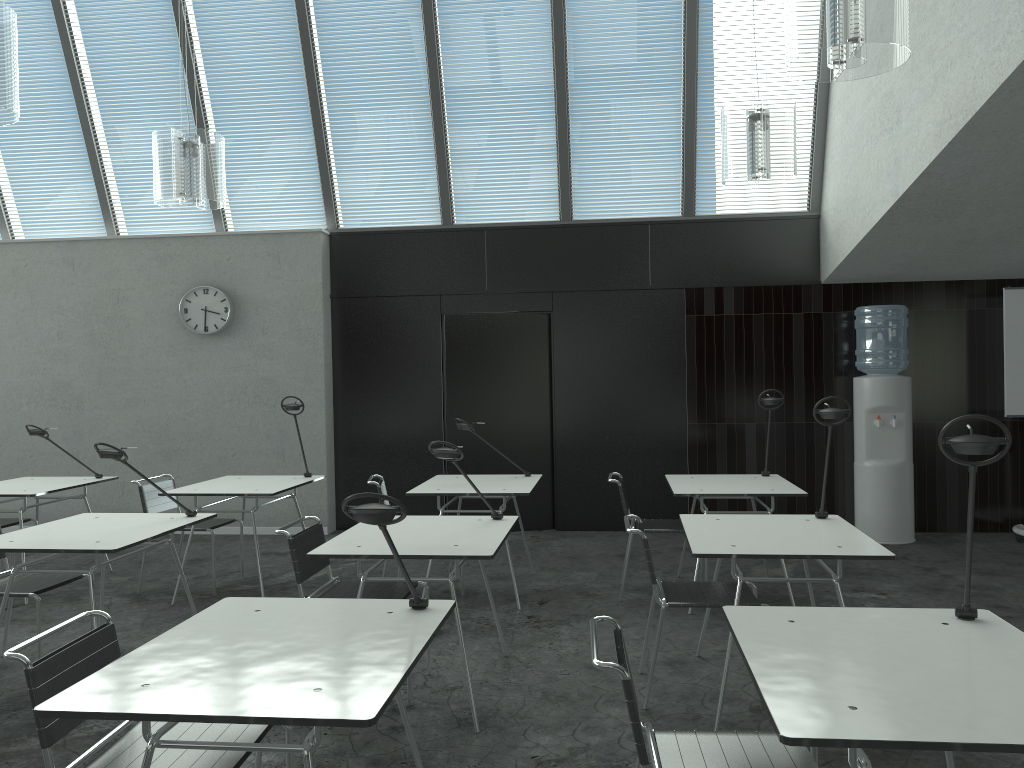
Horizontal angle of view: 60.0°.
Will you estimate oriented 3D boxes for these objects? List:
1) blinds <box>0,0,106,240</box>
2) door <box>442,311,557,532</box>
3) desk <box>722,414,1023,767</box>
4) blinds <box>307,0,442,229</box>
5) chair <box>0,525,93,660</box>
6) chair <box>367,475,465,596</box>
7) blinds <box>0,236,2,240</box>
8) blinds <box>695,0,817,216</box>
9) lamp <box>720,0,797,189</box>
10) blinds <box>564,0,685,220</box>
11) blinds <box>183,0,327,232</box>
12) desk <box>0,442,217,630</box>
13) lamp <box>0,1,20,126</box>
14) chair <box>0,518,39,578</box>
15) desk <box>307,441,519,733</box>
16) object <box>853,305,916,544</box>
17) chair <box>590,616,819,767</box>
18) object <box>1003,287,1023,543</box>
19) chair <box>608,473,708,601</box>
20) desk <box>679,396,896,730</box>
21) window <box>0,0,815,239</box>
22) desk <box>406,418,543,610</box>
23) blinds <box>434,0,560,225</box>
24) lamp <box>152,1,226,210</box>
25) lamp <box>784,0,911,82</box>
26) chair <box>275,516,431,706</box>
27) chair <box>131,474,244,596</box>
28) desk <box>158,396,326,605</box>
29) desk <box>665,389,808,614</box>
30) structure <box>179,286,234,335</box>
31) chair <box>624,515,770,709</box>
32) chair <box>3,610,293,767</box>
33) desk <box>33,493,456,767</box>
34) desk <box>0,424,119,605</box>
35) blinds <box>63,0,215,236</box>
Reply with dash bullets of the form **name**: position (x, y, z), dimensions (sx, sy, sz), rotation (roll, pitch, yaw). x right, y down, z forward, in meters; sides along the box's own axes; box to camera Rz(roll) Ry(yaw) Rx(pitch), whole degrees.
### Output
- **blinds**: position (-4.063, -2.881, 7.250), dimensions (0.889, 2.949, 1.094), rotation (-1, 1, 7)
- **door**: position (-0.118, 0.350, 7.319), dimensions (0.940, 2.020, 0.365), rotation (-1, 1, 7)
- **desk**: position (0.877, 0.742, 1.976), dimensions (0.700, 1.321, 0.900), rotation (-1, 1, 7)
- **blinds**: position (-1.115, -2.931, 6.907), dimensions (0.889, 2.949, 1.094), rotation (-1, 1, 7)
- **chair**: position (-2.241, 1.053, 3.970), dimensions (0.555, 0.765, 0.428), rotation (-1, 1, 9)
- **chair**: position (-0.579, 1.006, 5.368), dimensions (0.555, 0.765, 0.428), rotation (-1, 1, -5)
- **blinds**: position (-5.045, -2.864, 7.364), dimensions (0.889, 2.949, 1.094), rotation (-1, 1, 7)
- **blinds**: position (1.829, -2.997, 6.558), dimensions (0.889, 2.982, 1.106), rotation (-1, 1, 7)
- **lamp**: position (1.194, -2.538, 4.365), dimensions (0.359, 2.848, 0.350), rotation (-1, 1, 7)
- **blinds**: position (0.846, -2.981, 6.673), dimensions (0.889, 2.982, 1.106), rotation (-1, 1, 7)
- **blinds**: position (-2.097, -2.914, 7.021), dimensions (0.889, 2.949, 1.094), rotation (-1, 1, 7)
- **desk**: position (-1.828, 0.854, 3.916), dimensions (0.700, 1.153, 0.900), rotation (-1, 1, 7)
- **lamp**: position (-1.926, -2.195, 3.048), dimensions (0.359, 2.307, 0.350), rotation (-1, 1, 7)
- **chair**: position (-3.415, 1.055, 5.688), dimensions (0.555, 0.765, 0.428), rotation (-1, 1, 6)
- **desk**: position (-0.362, 0.830, 3.681), dimensions (0.700, 1.153, 0.900), rotation (-1, 1, 7)
- **object**: position (2.819, 0.330, 6.744), dimensions (0.436, 1.967, 0.436), rotation (-1, 1, -4)
- **chair**: position (0.464, 1.025, 2.027), dimensions (0.555, 0.765, 0.428), rotation (-1, 1, 4)
- **object**: position (3.979, 0.249, 6.509), dimensions (0.553, 2.091, 0.560), rotation (-1, 1, -30)
- **chair**: position (0.853, 0.982, 5.212), dimensions (0.555, 0.765, 0.428), rotation (-1, 1, 8)
- **desk**: position (1.052, 0.721, 3.569), dimensions (0.700, 1.321, 0.900), rotation (-1, 1, 8)
- **window**: position (-4.060, -2.913, 7.277), dimensions (12.775, 3.101, 1.144), rotation (-1, 1, 7)
- **desk**: position (-0.195, 0.808, 5.352), dimensions (0.700, 1.153, 0.900), rotation (-1, 1, 7)
- **blinds**: position (-0.135, -2.947, 6.793), dimensions (0.889, 2.949, 1.094), rotation (-1, 1, 7)
- **lamp**: position (-1.739, -2.488, 4.706), dimensions (0.359, 2.848, 0.350), rotation (-1, 1, 7)
- **lamp**: position (1.006, -2.245, 2.707), dimensions (0.359, 2.307, 0.350), rotation (-1, 1, 7)
- **chair**: position (-0.655, 1.027, 3.705), dimensions (0.555, 0.765, 0.428), rotation (-1, 1, 7)
- **chair**: position (-2.025, 1.031, 5.544), dimensions (0.555, 0.765, 0.428), rotation (-1, 1, 10)
- **desk**: position (-1.643, 0.748, 5.517), dimensions (0.700, 1.321, 0.900), rotation (-1, 1, 8)
- **desk**: position (1.265, 0.699, 5.146), dimensions (0.700, 1.321, 0.900), rotation (-1, 1, 7)
- **structure**: position (-2.546, -0.681, 7.389), dimensions (0.446, 0.446, 0.077), rotation (-1, 1, 7)
- **chair**: position (0.744, 1.002, 3.599), dimensions (0.555, 0.765, 0.428), rotation (-1, 1, 6)
- **chair**: position (-0.863, 1.048, 2.164), dimensions (0.555, 0.765, 0.428), rotation (-1, 1, 3)
- **desk**: position (-0.556, 0.850, 2.167), dimensions (0.700, 1.153, 0.900), rotation (-1, 1, 7)
- **desk**: position (-3.079, 0.857, 5.656), dimensions (0.700, 1.153, 0.900), rotation (-1, 1, 7)
- **blinds**: position (-3.081, -2.897, 7.136), dimensions (0.889, 2.949, 1.094), rotation (-1, 1, 7)
